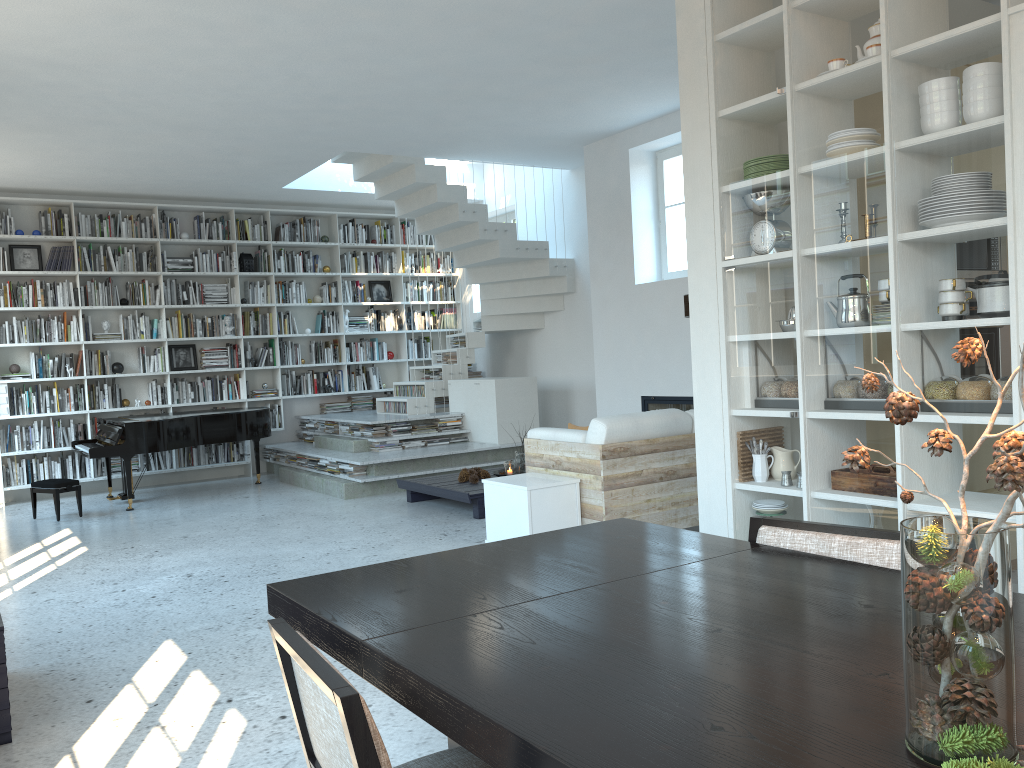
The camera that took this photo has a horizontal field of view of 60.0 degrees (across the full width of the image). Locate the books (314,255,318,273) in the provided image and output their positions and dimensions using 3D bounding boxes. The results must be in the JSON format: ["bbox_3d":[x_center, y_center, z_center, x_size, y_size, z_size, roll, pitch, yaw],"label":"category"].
[{"bbox_3d":[-2.436,-1.470,10.943,0.054,0.235,0.171,-5,3,-33],"label":"books"}]

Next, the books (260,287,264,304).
[{"bbox_3d":[-2.999,-1.047,10.591,0.029,0.211,0.157,-5,3,-33],"label":"books"}]

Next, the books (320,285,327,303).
[{"bbox_3d":[-2.342,-1.108,11.031,0.012,0.232,0.154,-5,3,-33],"label":"books"}]

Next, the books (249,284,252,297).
[{"bbox_3d":[-3.120,-1.055,10.534,0.024,0.243,0.159,-5,3,-33],"label":"books"}]

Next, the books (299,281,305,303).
[{"bbox_3d":[-2.578,-1.110,10.856,0.024,0.272,0.169,-5,3,-33],"label":"books"}]

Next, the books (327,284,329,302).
[{"bbox_3d":[-2.318,-1.116,11.045,0.016,0.244,0.151,-5,3,-33],"label":"books"}]

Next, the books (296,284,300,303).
[{"bbox_3d":[-2.639,-1.092,10.823,0.025,0.245,0.183,-5,3,-33],"label":"books"}]

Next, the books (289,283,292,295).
[{"bbox_3d":[-2.709,-1.093,10.794,0.011,0.257,0.131,-5,3,-33],"label":"books"}]

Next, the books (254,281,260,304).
[{"bbox_3d":[-3.040,-1.076,10.547,0.028,0.275,0.187,-5,3,-33],"label":"books"}]

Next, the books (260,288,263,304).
[{"bbox_3d":[-3.016,-1.039,10.579,0.027,0.196,0.185,-5,3,-33],"label":"books"}]

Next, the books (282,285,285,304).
[{"bbox_3d":[-2.790,-1.077,10.738,0.013,0.236,0.157,-5,3,-33],"label":"books"}]

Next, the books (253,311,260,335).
[{"bbox_3d":[-3.042,-0.716,10.552,0.019,0.293,0.182,-5,3,-33],"label":"books"}]

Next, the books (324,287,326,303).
[{"bbox_3d":[-2.350,-1.094,11.028,0.005,0.205,0.154,-5,3,-33],"label":"books"}]

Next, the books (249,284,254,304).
[{"bbox_3d":[-3.102,-1.059,10.538,0.028,0.250,0.164,-5,3,-33],"label":"books"}]

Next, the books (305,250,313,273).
[{"bbox_3d":[-2.496,-1.490,10.901,0.029,0.285,0.183,-5,3,-33],"label":"books"}]

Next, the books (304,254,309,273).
[{"bbox_3d":[-2.547,-1.463,10.879,0.030,0.238,0.185,-5,3,-33],"label":"books"}]

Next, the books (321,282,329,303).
[{"bbox_3d":[-2.326,-1.127,11.027,0.015,0.267,0.164,-5,3,-33],"label":"books"}]

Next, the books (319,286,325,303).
[{"bbox_3d":[-2.361,-1.101,11.026,0.015,0.220,0.140,-5,3,-33],"label":"books"}]

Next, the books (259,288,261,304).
[{"bbox_3d":[-3.030,-1.037,10.567,0.024,0.195,0.173,-5,3,-33],"label":"books"}]

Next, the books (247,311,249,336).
[{"bbox_3d":[-3.143,-0.709,10.499,0.035,0.293,0.145,-5,3,-33],"label":"books"}]

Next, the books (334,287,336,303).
[{"bbox_3d":[-2.239,-1.101,11.078,0.013,0.204,0.173,-5,3,-33],"label":"books"}]

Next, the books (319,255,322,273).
[{"bbox_3d":[-2.401,-1.470,10.998,0.026,0.229,0.140,-5,3,-33],"label":"books"}]

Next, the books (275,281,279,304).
[{"bbox_3d":[-2.848,-1.094,10.709,0.014,0.278,0.154,-5,3,-33],"label":"books"}]

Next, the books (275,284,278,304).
[{"bbox_3d":[-2.867,-1.074,10.702,0.030,0.242,0.138,-5,3,-33],"label":"books"}]

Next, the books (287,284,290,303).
[{"bbox_3d":[-2.736,-1.081,10.759,0.022,0.237,0.164,-5,3,-33],"label":"books"}]

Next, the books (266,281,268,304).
[{"bbox_3d":[-2.961,-1.084,10.623,0.025,0.277,0.173,-5,3,-33],"label":"books"}]

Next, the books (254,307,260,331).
[{"bbox_3d":[-3.042,-0.739,10.573,0.021,0.338,0.169,-5,3,-33],"label":"books"}]

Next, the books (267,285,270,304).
[{"bbox_3d":[-2.937,-1.061,10.619,0.028,0.230,0.176,-5,3,-33],"label":"books"}]

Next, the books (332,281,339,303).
[{"bbox_3d":[-2.211,-1.140,11.092,0.005,0.278,0.182,-5,3,-33],"label":"books"}]

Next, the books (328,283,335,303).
[{"bbox_3d":[-2.253,-1.127,11.070,0.016,0.257,0.175,-5,3,-33],"label":"books"}]

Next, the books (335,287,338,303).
[{"bbox_3d":[-2.221,-1.104,11.094,0.012,0.206,0.169,-5,3,-33],"label":"books"}]

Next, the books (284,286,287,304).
[{"bbox_3d":[-2.774,-1.068,10.750,0.026,0.216,0.161,-5,3,-33],"label":"books"}]

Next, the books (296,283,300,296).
[{"bbox_3d":[-2.629,-1.102,10.853,0.024,0.262,0.133,-5,3,-33],"label":"books"}]

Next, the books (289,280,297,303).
[{"bbox_3d":[-2.670,-1.115,10.821,0.027,0.295,0.159,-5,3,-33],"label":"books"}]

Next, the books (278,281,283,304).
[{"bbox_3d":[-2.813,-1.099,10.746,0.014,0.284,0.135,-5,3,-33],"label":"books"}]

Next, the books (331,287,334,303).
[{"bbox_3d":[-2.269,-1.098,11.072,0.013,0.202,0.173,-5,3,-33],"label":"books"}]

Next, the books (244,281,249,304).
[{"bbox_3d":[-3.148,-1.074,10.516,0.018,0.285,0.159,-5,3,-33],"label":"books"}]

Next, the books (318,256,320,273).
[{"bbox_3d":[-2.422,-1.462,10.964,0.048,0.216,0.182,-5,3,-33],"label":"books"}]

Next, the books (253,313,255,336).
[{"bbox_3d":[-3.099,-0.706,10.559,0.035,0.278,0.139,-5,3,-33],"label":"books"}]

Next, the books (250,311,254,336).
[{"bbox_3d":[-3.103,-0.713,10.528,0.019,0.294,0.163,-5,3,-33],"label":"books"}]

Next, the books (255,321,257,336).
[{"bbox_3d":[-3.076,-0.659,10.577,0.030,0.181,0.131,-5,3,-33],"label":"books"}]

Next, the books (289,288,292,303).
[{"bbox_3d":[-2.719,-1.061,10.780,0.025,0.194,0.171,-5,3,-33],"label":"books"}]

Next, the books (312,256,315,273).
[{"bbox_3d":[-2.477,-1.456,10.931,0.030,0.213,0.156,-5,3,-33],"label":"books"}]

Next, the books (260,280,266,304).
[{"bbox_3d":[-2.976,-1.091,10.616,0.028,0.294,0.154,-5,3,-33],"label":"books"}]

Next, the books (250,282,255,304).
[{"bbox_3d":[-3.091,-1.073,10.547,0.019,0.275,0.146,-5,3,-33],"label":"books"}]

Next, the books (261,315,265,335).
[{"bbox_3d":[-2.993,-0.694,10.580,0.027,0.242,0.188,-5,3,-33],"label":"books"}]

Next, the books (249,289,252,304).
[{"bbox_3d":[-3.123,-1.025,10.507,0.028,0.185,0.181,-5,3,-33],"label":"books"}]

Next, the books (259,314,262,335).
[{"bbox_3d":[-3.026,-0.698,10.588,0.033,0.253,0.174,-5,3,-33],"label":"books"}]

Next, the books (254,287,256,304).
[{"bbox_3d":[-3.080,-1.040,10.553,0.023,0.207,0.171,-5,3,-33],"label":"books"}]

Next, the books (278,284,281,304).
[{"bbox_3d":[-2.826,-1.079,10.704,0.014,0.248,0.176,-5,3,-33],"label":"books"}]

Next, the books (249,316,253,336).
[{"bbox_3d":[-3.117,-0.680,10.523,0.015,0.232,0.180,-5,3,-33],"label":"books"}]

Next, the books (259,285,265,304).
[{"bbox_3d":[-2.988,-1.060,10.606,0.024,0.234,0.149,-5,3,-33],"label":"books"}]

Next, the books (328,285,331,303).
[{"bbox_3d":[-2.295,-1.110,11.062,0.016,0.228,0.160,-5,3,-33],"label":"books"}]

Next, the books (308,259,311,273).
[{"bbox_3d":[-2.524,-1.436,10.899,0.027,0.182,0.176,-5,3,-33],"label":"books"}]

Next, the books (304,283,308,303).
[{"bbox_3d":[-2.557,-1.103,10.896,0.034,0.254,0.161,-5,3,-33],"label":"books"}]

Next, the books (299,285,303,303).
[{"bbox_3d":[-2.602,-1.089,10.854,0.021,0.232,0.183,-5,3,-33],"label":"books"}]

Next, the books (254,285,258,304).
[{"bbox_3d":[-3.065,-1.055,10.556,0.023,0.236,0.178,-5,3,-33],"label":"books"}]

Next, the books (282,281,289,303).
[{"bbox_3d":[-2.749,-1.101,10.743,0.014,0.280,0.177,-5,3,-33],"label":"books"}]

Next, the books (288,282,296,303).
[{"bbox_3d":[-2.679,-1.098,10.784,0.030,0.263,0.182,-5,3,-33],"label":"books"}]
